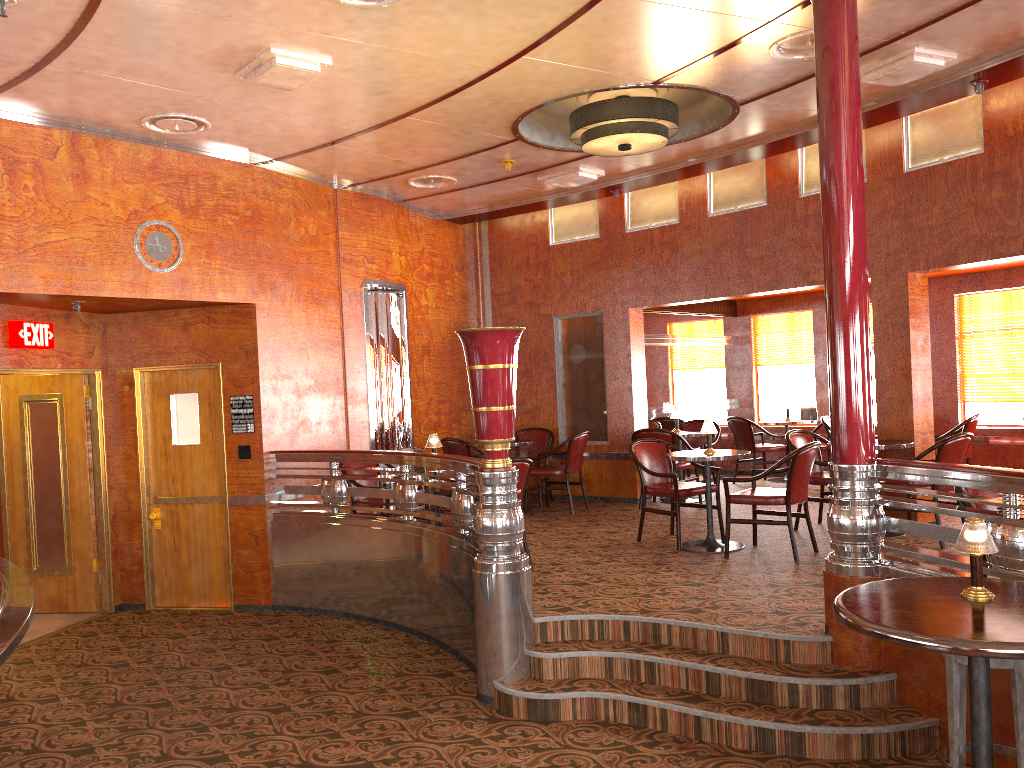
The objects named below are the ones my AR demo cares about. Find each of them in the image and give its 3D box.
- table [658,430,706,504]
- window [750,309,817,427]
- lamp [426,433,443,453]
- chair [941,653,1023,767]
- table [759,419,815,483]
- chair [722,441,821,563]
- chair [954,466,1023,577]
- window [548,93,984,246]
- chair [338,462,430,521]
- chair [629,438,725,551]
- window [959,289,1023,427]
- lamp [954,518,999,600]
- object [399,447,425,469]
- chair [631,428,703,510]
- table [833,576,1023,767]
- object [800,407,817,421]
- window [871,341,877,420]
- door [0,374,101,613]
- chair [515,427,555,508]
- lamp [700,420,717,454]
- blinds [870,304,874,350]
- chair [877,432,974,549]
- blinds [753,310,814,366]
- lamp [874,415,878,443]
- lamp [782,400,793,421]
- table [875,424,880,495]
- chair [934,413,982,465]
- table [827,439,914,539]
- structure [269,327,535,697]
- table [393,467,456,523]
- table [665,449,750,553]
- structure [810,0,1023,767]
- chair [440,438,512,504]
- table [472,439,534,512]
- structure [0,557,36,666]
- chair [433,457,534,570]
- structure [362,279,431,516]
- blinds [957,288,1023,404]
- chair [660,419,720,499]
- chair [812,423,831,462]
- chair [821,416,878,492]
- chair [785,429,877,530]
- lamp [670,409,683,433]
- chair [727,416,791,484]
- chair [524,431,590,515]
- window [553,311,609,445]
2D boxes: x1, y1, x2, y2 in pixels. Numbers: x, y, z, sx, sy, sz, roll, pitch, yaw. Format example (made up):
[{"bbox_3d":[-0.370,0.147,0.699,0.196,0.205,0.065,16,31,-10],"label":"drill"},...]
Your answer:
[{"bbox_3d":[1.780,0.872,9.371,0.640,0.720,0.639,-2,1,42],"label":"table"},{"bbox_3d":[3.437,-0.183,11.130,0.838,1.437,0.150,-2,1,44],"label":"window"},{"bbox_3d":[-0.587,0.501,6.703,0.130,0.250,0.130,-2,1,42],"label":"lamp"},{"bbox_3d":[1.792,1.259,3.326,0.350,0.755,0.350,-2,1,29],"label":"chair"},{"bbox_3d":[3.309,0.798,10.639,0.639,0.720,0.639,-3,0,-7],"label":"table"},{"bbox_3d":[1.905,0.820,6.373,0.615,0.817,0.587,-2,1,38],"label":"chair"},{"bbox_3d":[2.358,0.801,3.973,0.587,0.817,0.615,-3,1,-17],"label":"chair"},{"bbox_3d":[3.307,-1.920,4.697,1.956,0.480,11.949,-3,0,-20],"label":"window"},{"bbox_3d":[-1.045,0.959,7.118,0.615,0.817,0.587,-2,1,33],"label":"chair"},{"bbox_3d":[1.278,0.849,7.098,0.587,0.817,0.615,-3,1,-37],"label":"chair"},{"bbox_3d":[5.099,-0.260,9.245,0.040,1.421,0.820,-3,1,-36],"label":"window"},{"bbox_3d":[1.507,0.565,2.878,0.130,0.250,0.130,-2,1,24],"label":"lamp"},{"bbox_3d":[-0.728,0.554,6.631,0.195,0.156,0.169,-3,0,8],"label":"object"},{"bbox_3d":[1.544,0.835,8.976,0.588,0.817,0.615,-2,1,33],"label":"chair"},{"bbox_3d":[1.479,1.172,2.787,0.849,0.960,0.849,-3,0,-7],"label":"table"},{"bbox_3d":[3.476,0.351,10.421,0.169,0.156,0.195,-3,0,5],"label":"object"},{"bbox_3d":[4.319,-0.224,10.232,0.040,1.421,0.820,-3,1,-41],"label":"window"},{"bbox_3d":[-3.835,0.899,7.329,0.808,1.983,0.063,-3,1,7],"label":"door"},{"bbox_3d":[0.167,0.899,9.652,0.588,0.817,0.615,-2,1,23],"label":"chair"},{"bbox_3d":[1.501,0.401,6.758,0.130,0.250,0.130,-3,1,-30],"label":"lamp"},{"bbox_3d":[4.264,-0.662,10.196,0.057,0.539,0.803,-3,1,-41],"label":"blinds"},{"bbox_3d":[3.086,0.764,6.588,0.587,0.817,0.615,-3,1,-37],"label":"chair"},{"bbox_3d":[3.400,-0.561,11.103,0.803,0.661,0.050,-2,1,44],"label":"blinds"},{"bbox_3d":[2.835,0.338,7.034,0.130,0.250,0.130,-3,1,-21],"label":"lamp"},{"bbox_3d":[3.298,0.313,10.605,0.130,0.250,0.130,-3,1,7],"label":"lamp"},{"bbox_3d":[3.965,0.768,9.062,0.640,0.720,0.639,-2,1,24],"label":"table"},{"bbox_3d":[4.337,0.702,8.817,0.615,0.817,0.587,-2,1,38],"label":"chair"},{"bbox_3d":[2.854,0.823,7.032,0.640,0.720,0.639,-2,1,42],"label":"table"},{"bbox_3d":[-0.813,0.745,6.066,0.623,2.024,3.169,-3,1,-37],"label":"structure"},{"bbox_3d":[-0.561,0.985,6.709,0.640,0.720,0.639,-2,1,42],"label":"table"},{"bbox_3d":[1.507,0.887,6.784,0.640,0.720,0.639,-2,1,42],"label":"table"},{"bbox_3d":[2.132,-0.183,2.431,0.549,3.606,4.353,-3,0,-13],"label":"structure"},{"bbox_3d":[-0.388,0.926,8.938,0.615,0.817,0.588,-3,1,-42],"label":"chair"},{"bbox_3d":[-0.080,0.960,9.216,0.640,0.720,0.639,-2,1,42],"label":"table"},{"bbox_3d":[-2.932,1.339,0.846,3.207,1.047,7.808,-3,0,13],"label":"structure"},{"bbox_3d":[-0.158,0.918,6.270,0.587,0.817,0.615,-3,1,-42],"label":"chair"},{"bbox_3d":[-1.132,0.193,8.512,0.557,2.355,0.811,-2,1,34],"label":"structure"},{"bbox_3d":[5.056,-0.381,9.217,0.050,1.174,0.803,-3,1,-36],"label":"blinds"},{"bbox_3d":[1.985,0.813,9.761,0.588,0.817,0.615,-2,1,33],"label":"chair"},{"bbox_3d":[3.660,0.733,10.127,0.587,0.817,0.615,-3,1,-20],"label":"chair"},{"bbox_3d":[3.594,0.737,9.326,0.615,0.817,0.587,-2,1,38],"label":"chair"},{"bbox_3d":[2.605,0.786,7.308,0.587,0.817,0.615,-3,1,-42],"label":"chair"},{"bbox_3d":[1.743,0.388,9.383,0.130,0.250,0.130,-3,1,-30],"label":"lamp"},{"bbox_3d":[2.879,0.770,10.451,0.615,0.817,0.588,-3,1,-20],"label":"chair"},{"bbox_3d":[0.494,0.885,8.977,0.615,0.817,0.587,-2,1,28],"label":"chair"},{"bbox_3d":[0.845,-0.057,9.840,0.806,1.441,0.257,-2,1,38],"label":"window"}]
